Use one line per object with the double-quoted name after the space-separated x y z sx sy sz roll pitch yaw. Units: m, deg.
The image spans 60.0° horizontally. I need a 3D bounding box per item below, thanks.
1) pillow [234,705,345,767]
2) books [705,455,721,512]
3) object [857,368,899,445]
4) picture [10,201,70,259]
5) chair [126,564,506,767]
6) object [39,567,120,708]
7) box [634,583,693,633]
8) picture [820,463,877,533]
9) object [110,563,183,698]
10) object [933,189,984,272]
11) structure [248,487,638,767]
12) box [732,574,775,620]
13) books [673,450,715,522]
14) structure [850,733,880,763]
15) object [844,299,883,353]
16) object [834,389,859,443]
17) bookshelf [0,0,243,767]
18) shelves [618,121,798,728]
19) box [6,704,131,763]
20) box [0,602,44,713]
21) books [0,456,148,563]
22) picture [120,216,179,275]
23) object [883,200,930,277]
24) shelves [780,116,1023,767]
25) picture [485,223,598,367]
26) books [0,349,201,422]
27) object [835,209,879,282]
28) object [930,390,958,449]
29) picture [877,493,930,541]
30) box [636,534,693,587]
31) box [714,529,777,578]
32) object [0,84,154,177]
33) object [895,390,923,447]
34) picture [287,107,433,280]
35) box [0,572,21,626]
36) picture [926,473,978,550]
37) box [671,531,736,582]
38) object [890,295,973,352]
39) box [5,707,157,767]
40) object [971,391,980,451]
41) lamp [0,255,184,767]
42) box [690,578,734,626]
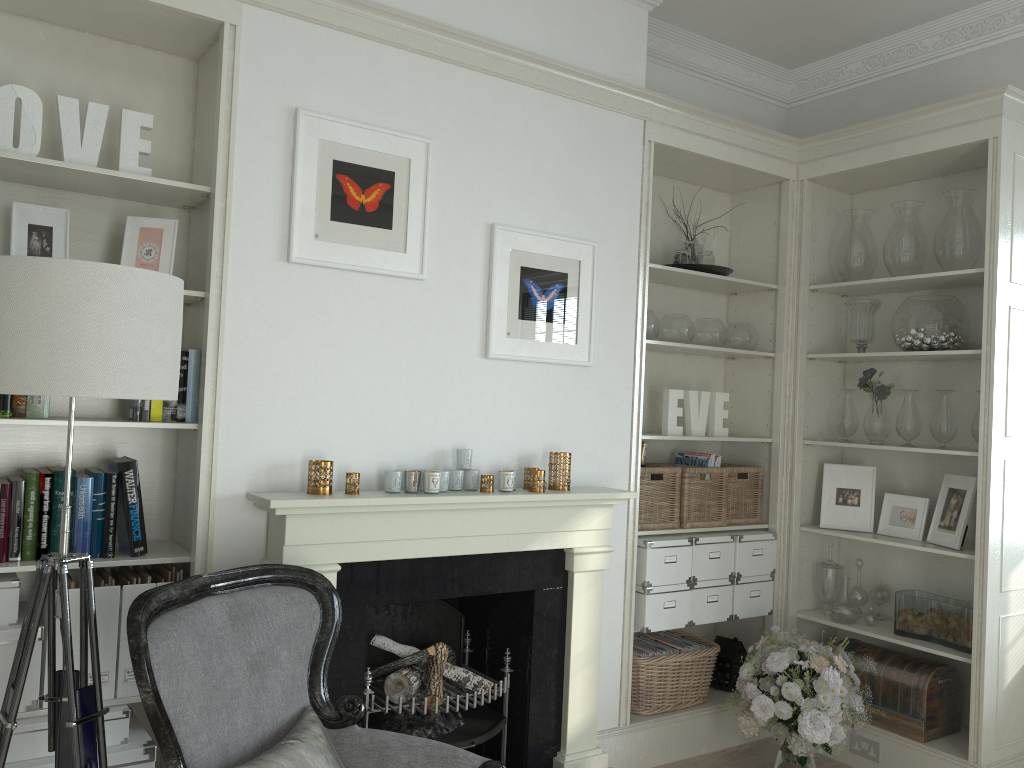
-0.522 0.979 2.100 0.210 0.263 0.547 2 -1 17 "pillow"
0.812 0.478 4.111 0.205 0.306 0.221 4 -2 -34 "books"
1.685 0.101 4.103 0.166 0.355 0.206 2 -1 5 "object"
-1.407 -0.422 2.641 0.153 0.228 0.094 4 -2 -34 "picture"
-0.489 1.008 2.118 0.763 1.024 0.778 2 -2 21 "chair"
-1.317 0.742 2.676 0.188 0.360 0.294 4 -2 -34 "object"
0.553 0.944 3.911 0.270 0.191 0.400 4 -2 -34 "box"
1.577 0.530 4.157 0.231 0.300 0.127 2 -2 26 "picture"
-1.156 0.743 2.785 0.188 0.378 0.294 4 -2 -34 "object"
1.910 -0.636 3.793 0.193 0.362 0.193 1 -2 39 "object"
-0.275 0.968 3.168 1.432 1.191 1.026 4 -2 -34 "structure"
0.999 0.972 4.223 0.270 0.191 0.400 4 -2 -34 "box"
0.778 0.466 4.088 0.205 0.306 0.221 4 -2 -34 "books"
1.505 1.552 3.784 0.010 0.084 0.140 4 -2 -34 "structure"
1.637 -0.259 4.143 0.168 0.256 0.168 2 -1 14 "object"
1.594 0.151 4.218 0.110 0.251 0.110 2 -2 28 "object"
-1.409 0.047 2.612 0.988 2.523 0.399 4 -2 -34 "bookshelf"
0.794 0.185 4.106 0.992 2.523 0.399 4 -2 -34 "shelves"
-1.424 0.981 2.501 0.608 0.099 0.219 4 -2 -34 "box"
-1.619 0.785 2.488 0.499 0.238 0.337 4 -2 -34 "box"
-1.473 0.356 2.582 0.763 0.302 0.215 4 -2 -33 "books"
-1.124 -0.406 2.752 0.153 0.228 0.094 3 -1 -9 "picture"
1.786 -0.636 4.018 0.193 0.362 0.193 1 -2 39 "object"
1.746 0.224 3.928 0.399 2.523 0.972 4 -2 -34 "shelves"
0.124 -0.330 3.396 0.494 0.496 0.024 4 -2 -34 "picture"
-1.418 -0.052 2.633 0.919 0.301 0.209 4 -2 -33 "books"
1.641 -0.637 4.217 0.193 0.362 0.193 1 -2 39 "object"
1.862 0.154 3.821 0.110 0.251 0.110 2 -2 28 "object"
1.771 0.594 3.980 0.124 0.192 0.206 4 -2 -39 "picture"
0.557 0.754 3.913 0.270 0.191 0.400 4 -2 -34 "box"
1.011 0.782 4.221 0.270 0.191 0.400 4 -2 -34 "box"
-1.342 -0.737 2.584 0.554 0.216 0.039 4 -2 -34 "object"
1.772 0.153 3.956 0.110 0.251 0.110 2 -2 28 "object"
-0.497 -0.624 2.973 0.494 0.496 0.024 4 -2 -34 "picture"
-1.534 0.611 2.556 0.179 0.126 0.264 4 -2 -34 "box"
1.866 0.533 3.731 0.124 0.300 0.202 3 -1 -9 "picture"
0.781 0.768 4.080 0.270 0.191 0.400 4 -2 -34 "box"
1.831 -0.254 3.879 0.329 0.249 0.329 2 -2 31 "object"
-1.442 1.160 2.518 0.734 0.264 0.374 4 -2 -34 "box"
1.963 0.155 3.673 0.110 0.251 0.110 2 -2 28 "object"
-0.981 0.625 1.910 0.429 1.739 0.429 3 -1 -1 "lamp"
0.770 0.958 4.069 0.270 0.191 0.400 4 -2 -34 "box"
